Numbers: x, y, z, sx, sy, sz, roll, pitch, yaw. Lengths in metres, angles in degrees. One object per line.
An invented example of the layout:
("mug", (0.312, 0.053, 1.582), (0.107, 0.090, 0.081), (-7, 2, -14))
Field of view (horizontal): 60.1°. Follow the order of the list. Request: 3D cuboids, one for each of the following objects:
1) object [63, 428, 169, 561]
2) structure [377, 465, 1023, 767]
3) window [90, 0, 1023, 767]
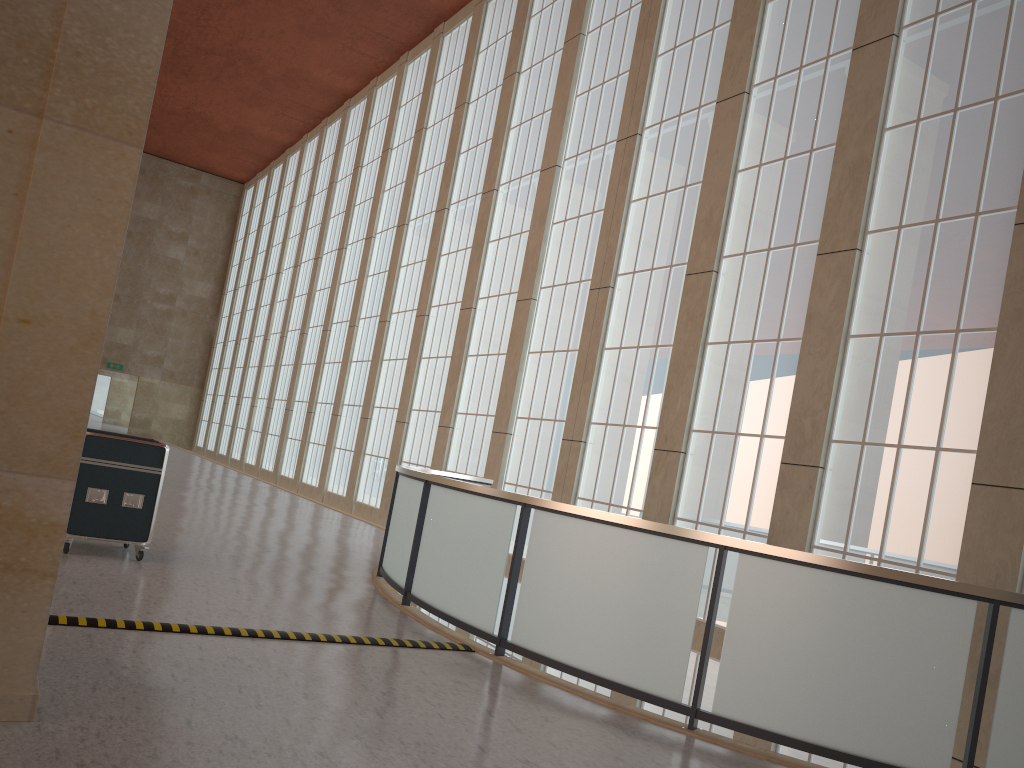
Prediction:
("object", (-5.262, 1.427, 11.604), (1.061, 1.538, 1.269), (12, -4, -30))
("structure", (1.601, 2.582, 11.526), (5.284, 1.790, 13.029), (15, -7, -40))
("window", (-27.282, 0.874, 70.209), (0.010, 28.569, 164.507), (12, -5, -29))
